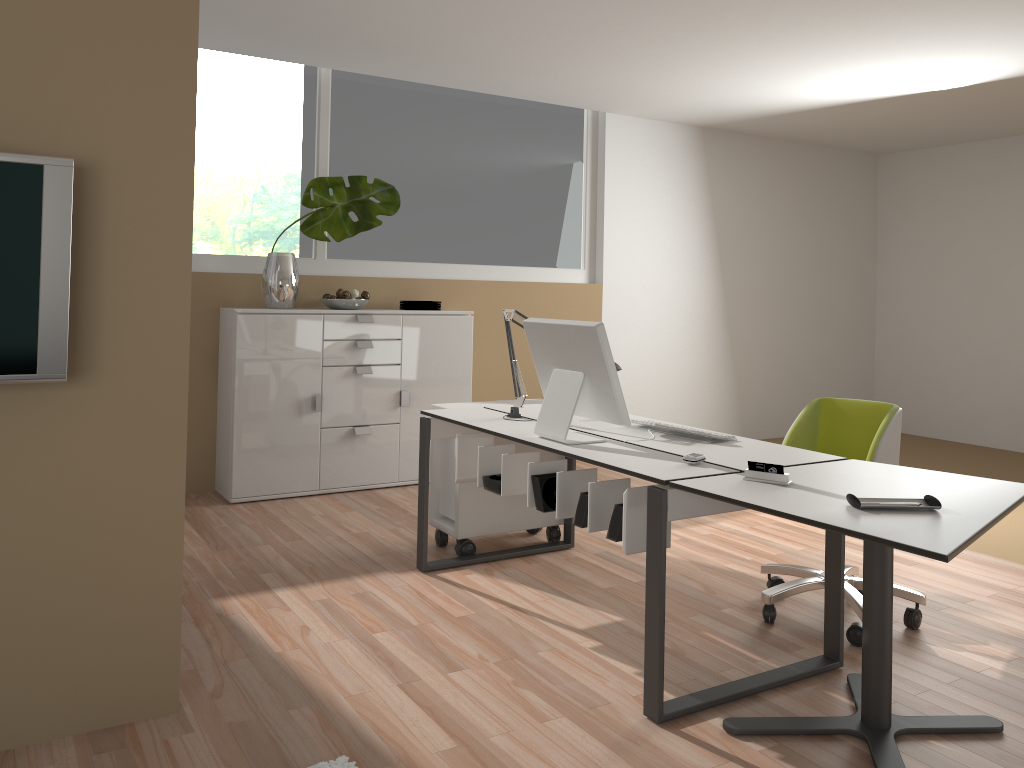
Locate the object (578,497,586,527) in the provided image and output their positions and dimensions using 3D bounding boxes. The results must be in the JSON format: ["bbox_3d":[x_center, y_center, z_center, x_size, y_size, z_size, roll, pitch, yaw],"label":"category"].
[{"bbox_3d":[0.283,0.407,2.873,0.133,0.114,0.040,-1,1,-31],"label":"object"}]

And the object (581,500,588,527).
[{"bbox_3d":[0.290,0.408,2.861,0.133,0.114,0.040,-1,1,-31],"label":"object"}]

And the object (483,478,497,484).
[{"bbox_3d":[-0.026,0.366,3.377,0.133,0.002,0.120,-2,7,-31],"label":"object"}]

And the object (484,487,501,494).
[{"bbox_3d":[-0.021,0.400,3.367,0.133,0.002,0.120,-2,7,-31],"label":"object"}]

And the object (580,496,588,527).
[{"bbox_3d":[0.288,0.408,2.865,0.133,0.114,0.040,-1,1,-31],"label":"object"}]

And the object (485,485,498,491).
[{"bbox_3d":[-0.023,0.391,3.369,0.133,0.002,0.120,-2,7,-31],"label":"object"}]

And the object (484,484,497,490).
[{"bbox_3d":[-0.023,0.388,3.370,0.133,0.002,0.120,-2,7,-31],"label":"object"}]

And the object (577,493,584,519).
[{"bbox_3d":[0.276,0.405,2.885,0.133,0.113,0.039,-1,1,-31],"label":"object"}]

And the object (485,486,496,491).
[{"bbox_3d":[-0.022,0.395,3.368,0.133,0.002,0.120,-2,7,-31],"label":"object"}]

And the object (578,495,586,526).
[{"bbox_3d":[0.282,0.406,2.875,0.133,0.114,0.040,-1,1,-31],"label":"object"}]

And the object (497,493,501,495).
[{"bbox_3d":[-0.020,0.404,3.365,0.133,0.002,0.120,-2,7,-31],"label":"object"}]

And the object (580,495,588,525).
[{"bbox_3d":[0.287,0.407,2.867,0.133,0.114,0.040,-1,1,-31],"label":"object"}]

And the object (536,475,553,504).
[{"bbox_3d":[0.150,0.381,3.089,0.133,0.113,0.039,-1,1,-31],"label":"object"}]

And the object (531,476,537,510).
[{"bbox_3d":[0.133,0.378,3.117,0.133,0.114,0.040,-1,1,-31],"label":"object"}]

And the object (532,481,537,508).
[{"bbox_3d":[0.135,0.379,3.115,0.133,0.114,0.040,-1,1,-31],"label":"object"}]

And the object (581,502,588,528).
[{"bbox_3d":[0.291,0.408,2.859,0.133,0.114,0.040,-1,1,-31],"label":"object"}]

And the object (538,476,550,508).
[{"bbox_3d":[0.155,0.382,3.081,0.133,0.113,0.039,-1,1,-31],"label":"object"}]

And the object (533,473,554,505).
[{"bbox_3d":[0.136,0.379,3.113,0.133,0.113,0.039,-1,1,-31],"label":"object"}]

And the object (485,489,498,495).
[{"bbox_3d":[-0.020,0.407,3.365,0.133,0.002,0.120,-2,7,-31],"label":"object"}]

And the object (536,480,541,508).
[{"bbox_3d":[0.149,0.381,3.092,0.133,0.114,0.040,-1,1,-31],"label":"object"}]

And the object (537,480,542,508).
[{"bbox_3d":[0.153,0.382,3.086,0.133,0.114,0.040,-1,1,-31],"label":"object"}]

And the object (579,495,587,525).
[{"bbox_3d":[0.284,0.407,2.871,0.133,0.114,0.040,-1,1,-31],"label":"object"}]

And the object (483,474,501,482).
[{"bbox_3d":[-0.027,0.359,3.379,0.133,0.002,0.120,-2,7,-31],"label":"object"}]

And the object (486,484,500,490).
[{"bbox_3d":[-0.023,0.386,3.371,0.133,0.002,0.120,-2,7,-31],"label":"object"}]

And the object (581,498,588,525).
[{"bbox_3d":[0.289,0.408,2.863,0.133,0.114,0.040,-1,1,-31],"label":"object"}]

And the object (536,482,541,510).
[{"bbox_3d":[0.148,0.381,3.094,0.133,0.114,0.040,-1,1,-31],"label":"object"}]

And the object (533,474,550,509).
[{"bbox_3d":[0.141,0.379,3.105,0.133,0.113,0.039,-1,1,-31],"label":"object"}]

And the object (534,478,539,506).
[{"bbox_3d":[0.143,0.380,3.101,0.133,0.114,0.040,-1,1,-31],"label":"object"}]

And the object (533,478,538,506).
[{"bbox_3d":[0.139,0.379,3.107,0.133,0.114,0.040,-1,1,-31],"label":"object"}]

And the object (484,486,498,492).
[{"bbox_3d":[-0.022,0.395,3.368,0.133,0.002,0.120,-2,7,-31],"label":"object"}]

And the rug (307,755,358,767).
[{"bbox_3d":[-0.895,1.066,1.124,2.024,0.045,1.456,-2,7,-31],"label":"rug"}]

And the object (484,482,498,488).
[{"bbox_3d":[-0.024,0.379,3.373,0.133,0.002,0.120,-2,7,-31],"label":"object"}]

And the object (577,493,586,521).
[{"bbox_3d":[0.277,0.405,2.883,0.133,0.113,0.039,-1,1,-31],"label":"object"}]

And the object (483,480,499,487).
[{"bbox_3d":[-0.025,0.375,3.374,0.133,0.002,0.120,-2,7,-31],"label":"object"}]

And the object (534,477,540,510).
[{"bbox_3d":[0.144,0.380,3.099,0.133,0.114,0.040,-1,1,-31],"label":"object"}]

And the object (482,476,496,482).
[{"bbox_3d":[-0.027,0.359,3.379,0.133,0.002,0.120,-2,7,-31],"label":"object"}]

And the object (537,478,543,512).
[{"bbox_3d":[0.154,0.382,3.084,0.133,0.114,0.040,-1,1,-31],"label":"object"}]

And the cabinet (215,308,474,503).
[{"bbox_3d":[-0.997,0.080,5.465,1.523,1.085,0.417,-1,1,-31],"label":"cabinet"}]

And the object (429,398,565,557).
[{"bbox_3d":[-0.051,0.439,4.260,0.621,0.676,0.309,0,1,-32],"label":"object"}]

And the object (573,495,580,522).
[{"bbox_3d":[0.266,0.404,2.900,0.133,0.114,0.040,-1,1,-31],"label":"object"}]

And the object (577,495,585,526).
[{"bbox_3d":[0.279,0.406,2.879,0.133,0.114,0.040,-1,1,-31],"label":"object"}]

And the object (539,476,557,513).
[{"bbox_3d":[0.158,0.383,3.078,0.133,0.113,0.039,-1,1,-31],"label":"object"}]

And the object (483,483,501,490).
[{"bbox_3d":[-0.023,0.386,3.371,0.133,0.002,0.120,-2,7,-31],"label":"object"}]

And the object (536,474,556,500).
[{"bbox_3d":[0.146,0.380,3.097,0.133,0.113,0.039,-1,1,-31],"label":"object"}]

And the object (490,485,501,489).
[{"bbox_3d":[-0.024,0.384,3.371,0.133,0.002,0.120,-2,7,-31],"label":"object"}]

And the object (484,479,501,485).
[{"bbox_3d":[-0.026,0.368,3.376,0.133,0.002,0.120,-2,7,-31],"label":"object"}]

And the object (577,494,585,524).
[{"bbox_3d":[0.278,0.406,2.881,0.133,0.114,0.040,-1,1,-31],"label":"object"}]

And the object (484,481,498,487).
[{"bbox_3d":[-0.025,0.377,3.373,0.133,0.002,0.120,-2,7,-31],"label":"object"}]

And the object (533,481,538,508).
[{"bbox_3d":[0.138,0.379,3.109,0.133,0.114,0.040,-1,1,-31],"label":"object"}]

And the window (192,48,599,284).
[{"bbox_3d":[-0.885,-1.607,5.926,3.633,1.799,0.045,-2,0,-31],"label":"window"}]

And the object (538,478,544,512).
[{"bbox_3d":[0.157,0.383,3.078,0.133,0.114,0.040,-1,1,-31],"label":"object"}]

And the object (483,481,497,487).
[{"bbox_3d":[-0.025,0.377,3.373,0.133,0.002,0.120,-2,7,-31],"label":"object"}]

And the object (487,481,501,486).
[{"bbox_3d":[-0.025,0.373,3.375,0.133,0.002,0.120,-2,7,-31],"label":"object"}]

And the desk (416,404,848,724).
[{"bbox_3d":[0.347,0.526,3.388,0.804,0.686,1.608,-1,5,-31],"label":"desk"}]

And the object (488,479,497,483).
[{"bbox_3d":[-0.027,0.364,3.377,0.133,0.002,0.120,-2,7,-31],"label":"object"}]

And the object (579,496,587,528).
[{"bbox_3d":[0.285,0.407,2.869,0.133,0.114,0.040,-1,1,-31],"label":"object"}]

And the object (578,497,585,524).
[{"bbox_3d":[0.281,0.406,2.877,0.133,0.114,0.040,-1,1,-31],"label":"object"}]

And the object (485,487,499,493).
[{"bbox_3d":[-0.022,0.398,3.367,0.133,0.002,0.120,-2,7,-31],"label":"object"}]
